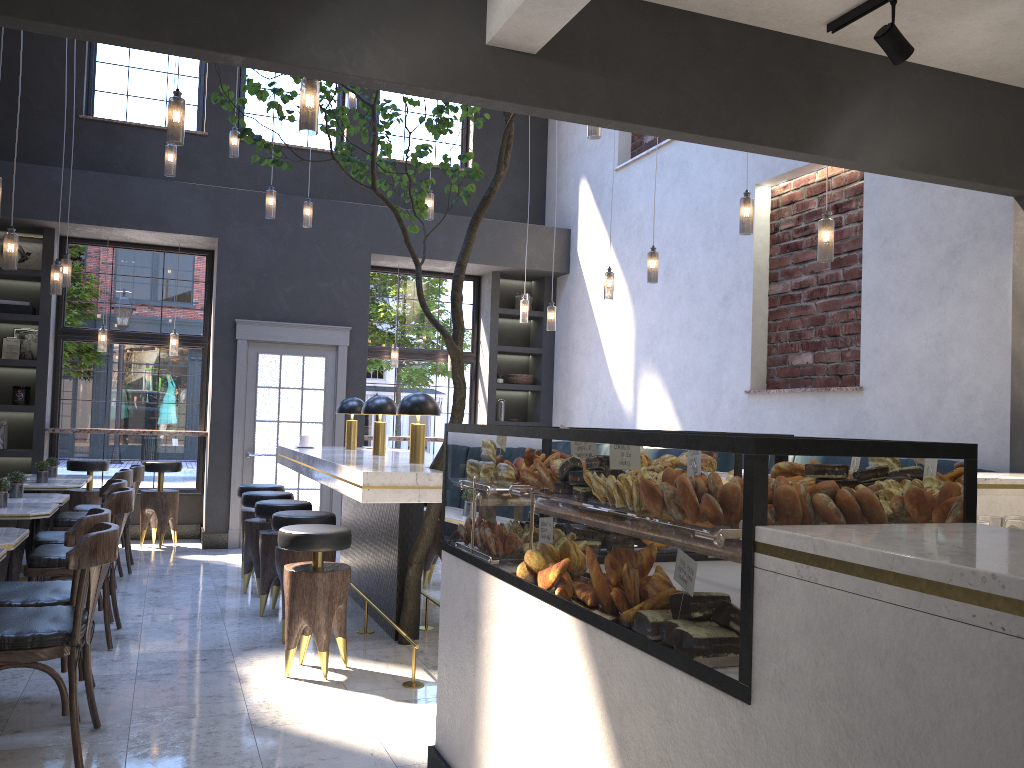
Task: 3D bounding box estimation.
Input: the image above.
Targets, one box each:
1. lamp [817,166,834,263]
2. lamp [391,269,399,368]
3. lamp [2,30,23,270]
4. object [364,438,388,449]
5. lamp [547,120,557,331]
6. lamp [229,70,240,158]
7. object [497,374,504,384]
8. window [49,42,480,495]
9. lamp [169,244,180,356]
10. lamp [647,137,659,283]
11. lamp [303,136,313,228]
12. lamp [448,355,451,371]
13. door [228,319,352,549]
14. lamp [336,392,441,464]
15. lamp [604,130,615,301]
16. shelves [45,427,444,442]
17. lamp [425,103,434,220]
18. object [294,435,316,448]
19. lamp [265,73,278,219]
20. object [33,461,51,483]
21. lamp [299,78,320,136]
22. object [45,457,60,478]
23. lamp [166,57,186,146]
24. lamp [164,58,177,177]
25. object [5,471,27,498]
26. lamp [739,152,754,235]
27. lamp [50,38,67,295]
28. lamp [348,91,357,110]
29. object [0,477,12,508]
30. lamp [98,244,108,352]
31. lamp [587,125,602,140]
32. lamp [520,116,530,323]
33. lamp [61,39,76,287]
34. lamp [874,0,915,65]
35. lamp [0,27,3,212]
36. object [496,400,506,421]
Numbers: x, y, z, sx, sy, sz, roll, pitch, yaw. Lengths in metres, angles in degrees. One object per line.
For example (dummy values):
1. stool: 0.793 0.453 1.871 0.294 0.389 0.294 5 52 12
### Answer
1. lamp: 1.717 -2.695 4.734 0.078 4.104 0.078 3 -2 -36
2. lamp: -1.270 -0.896 9.769 0.078 1.428 0.078 1 -2 31
3. lamp: -3.017 -2.754 5.513 0.078 4.104 0.078 2 -2 -14
4. object: -1.127 0.497 7.452 0.176 0.097 0.301 3 -3 -30
5. lamp: 0.420 -2.531 8.066 0.078 4.104 0.078 3 -2 -36
6. lamp: -2.324 -4.002 7.690 0.078 4.104 0.078 3 -2 -36
7. object: -0.150 -0.060 10.182 0.117 0.119 0.117 4 -3 -45
8. window: -0.212 -1.662 3.862 6.406 5.363 12.712 3 -3 -21
9. lamp: -3.382 -1.001 8.950 0.078 1.428 0.078 1 -2 31
10. lamp: 1.072 -2.775 6.411 0.078 4.104 0.078 1 -2 31
11. lamp: -1.741 -3.437 7.904 0.078 4.104 0.078 3 -2 -36
12. lamp: -0.657 -0.865 10.006 0.078 1.428 0.078 2 -2 9
13. door: -2.214 0.508 8.809 1.132 2.218 0.152 3 -2 -21
14. lamp: -0.141 -1.263 2.563 4.184 3.255 8.836 4 -3 -38
15. lamp: 0.827 -2.708 7.036 0.078 4.104 0.078 1 -2 31
16. shelves: -2.406 0.542 9.303 4.403 0.043 0.384 3 -3 -21
17. lamp: -0.650 -3.471 7.714 0.078 4.104 0.078 3 -2 -36
18. object: -1.678 0.468 7.204 0.176 0.098 0.204 3 -2 -16
19. lamp: -1.871 -3.381 7.179 0.078 4.104 0.078 3 -2 -36
20. object: -3.460 0.646 6.532 0.118 0.165 0.122 4 -3 -43
21. lamp: -0.771 -3.084 3.719 0.078 4.104 0.078 2 -2 9
22. object: -3.671 0.662 7.075 0.118 0.165 0.122 4 -3 -43
23. lamp: -1.557 -3.210 4.346 0.078 4.104 0.078 2 -2 9
24. lamp: -2.436 -3.575 6.558 0.078 4.104 0.078 3 -2 -36
25. object: -3.027 0.613 5.417 0.118 0.165 0.122 4 -3 -43
26. lamp: 1.473 -2.951 5.395 0.078 4.104 0.078 3 -2 -36
27. lamp: -3.323 -2.715 6.660 0.078 4.104 0.078 3 -2 -36
28. lamp: -1.512 -4.775 8.846 0.078 4.104 0.078 3 -2 -36
29. object: -2.816 0.596 4.874 0.118 0.165 0.122 4 -3 -43
30. lamp: -3.994 -1.031 8.713 0.078 1.428 0.078 2 -2 9
31. lamp: 0.522 -3.412 4.971 0.078 4.104 0.078 2 -2 9
32. lamp: 0.184 -2.646 8.690 0.078 4.104 0.078 3 -2 -36
33. lamp: -3.526 -2.832 7.198 0.078 4.104 0.078 3 -2 -36
34. lamp: 1.444 -1.329 3.349 0.157 0.235 0.087 3 -2 -27
35. lamp: -2.778 -2.966 4.919 0.078 4.104 0.078 2 -2 -14
36. object: -0.124 0.303 10.135 0.098 0.247 0.098 1 -2 18
